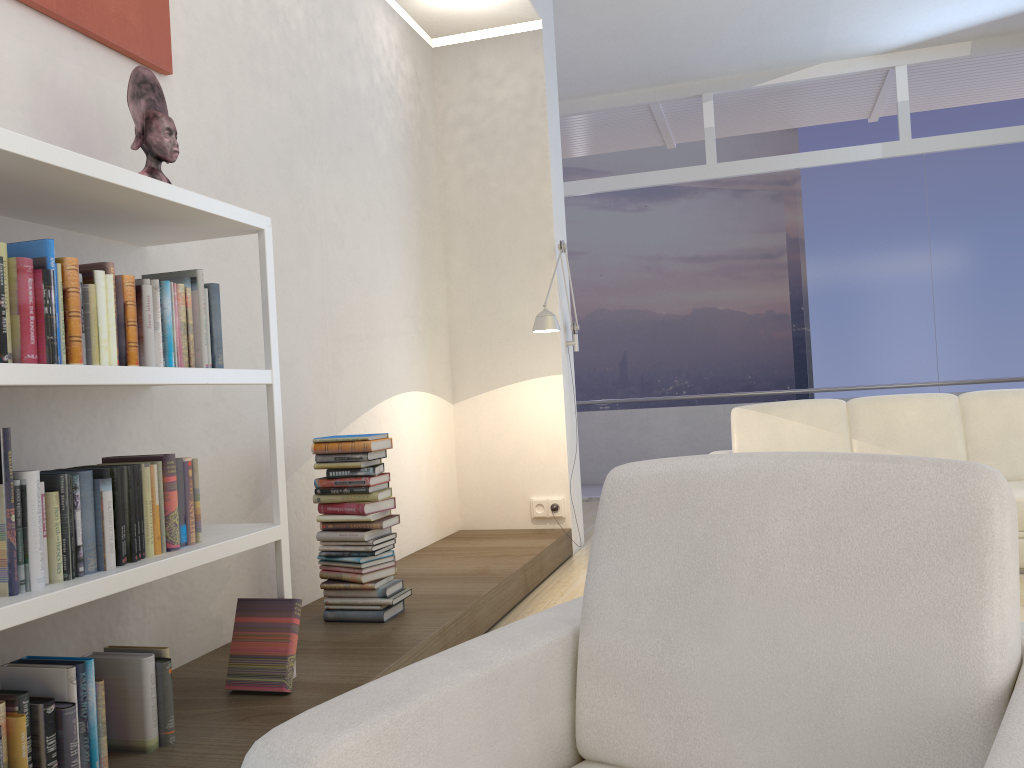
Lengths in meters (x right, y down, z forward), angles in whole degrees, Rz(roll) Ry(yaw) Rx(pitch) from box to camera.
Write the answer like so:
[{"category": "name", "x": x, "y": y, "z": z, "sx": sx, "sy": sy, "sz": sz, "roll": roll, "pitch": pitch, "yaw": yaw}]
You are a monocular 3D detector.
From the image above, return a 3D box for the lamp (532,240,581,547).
[{"category": "lamp", "x": 0.254, "y": 0.067, "z": 5.097, "sx": 0.204, "sy": 1.841, "sz": 0.891, "roll": -3, "pitch": -1, "yaw": 12}]

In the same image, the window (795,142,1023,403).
[{"category": "window", "x": 3.890, "y": -0.543, "z": 7.021, "sx": 2.988, "sy": 2.706, "sz": 0.012, "roll": -4, "pitch": -1, "yaw": 16}]

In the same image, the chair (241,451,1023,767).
[{"category": "chair", "x": 0.290, "y": 0.527, "z": 1.185, "sx": 0.919, "sy": 0.828, "sz": 0.941, "roll": -4, "pitch": -1, "yaw": 36}]

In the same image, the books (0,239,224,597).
[{"category": "books", "x": -1.006, "y": 0.059, "z": 2.139, "sx": 0.215, "sy": 0.743, "sz": 0.831, "roll": -4, "pitch": -1, "yaw": 16}]

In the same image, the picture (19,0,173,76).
[{"category": "picture", "x": -1.607, "y": -1.423, "z": 1.413, "sx": 0.030, "sy": 0.794, "sz": 3.227, "roll": -4, "pitch": -1, "yaw": 16}]

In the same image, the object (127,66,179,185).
[{"category": "object", "x": -1.021, "y": -0.698, "z": 2.517, "sx": 0.133, "sy": 0.409, "sz": 0.138, "roll": -3, "pitch": -1, "yaw": -28}]

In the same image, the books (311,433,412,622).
[{"category": "books", "x": -0.585, "y": 0.545, "z": 3.431, "sx": 0.329, "sy": 0.694, "sz": 0.270, "roll": -4, "pitch": -1, "yaw": 16}]

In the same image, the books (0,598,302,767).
[{"category": "books", "x": -0.941, "y": 0.757, "z": 2.152, "sx": 0.274, "sy": 0.281, "sz": 1.125, "roll": -4, "pitch": -1, "yaw": 23}]

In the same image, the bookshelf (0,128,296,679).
[{"category": "bookshelf", "x": -1.133, "y": 0.205, "z": 1.985, "sx": 0.465, "sy": 1.396, "sz": 1.599, "roll": -4, "pitch": -1, "yaw": 16}]

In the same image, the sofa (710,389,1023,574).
[{"category": "sofa", "x": 2.129, "y": 0.488, "z": 4.694, "sx": 2.166, "sy": 0.862, "sz": 0.941, "roll": -4, "pitch": -1, "yaw": 16}]

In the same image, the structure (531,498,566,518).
[{"category": "structure", "x": 0.216, "y": 0.747, "z": 5.340, "sx": 0.206, "sy": 0.114, "sz": 0.028, "roll": -4, "pitch": -1, "yaw": 16}]
